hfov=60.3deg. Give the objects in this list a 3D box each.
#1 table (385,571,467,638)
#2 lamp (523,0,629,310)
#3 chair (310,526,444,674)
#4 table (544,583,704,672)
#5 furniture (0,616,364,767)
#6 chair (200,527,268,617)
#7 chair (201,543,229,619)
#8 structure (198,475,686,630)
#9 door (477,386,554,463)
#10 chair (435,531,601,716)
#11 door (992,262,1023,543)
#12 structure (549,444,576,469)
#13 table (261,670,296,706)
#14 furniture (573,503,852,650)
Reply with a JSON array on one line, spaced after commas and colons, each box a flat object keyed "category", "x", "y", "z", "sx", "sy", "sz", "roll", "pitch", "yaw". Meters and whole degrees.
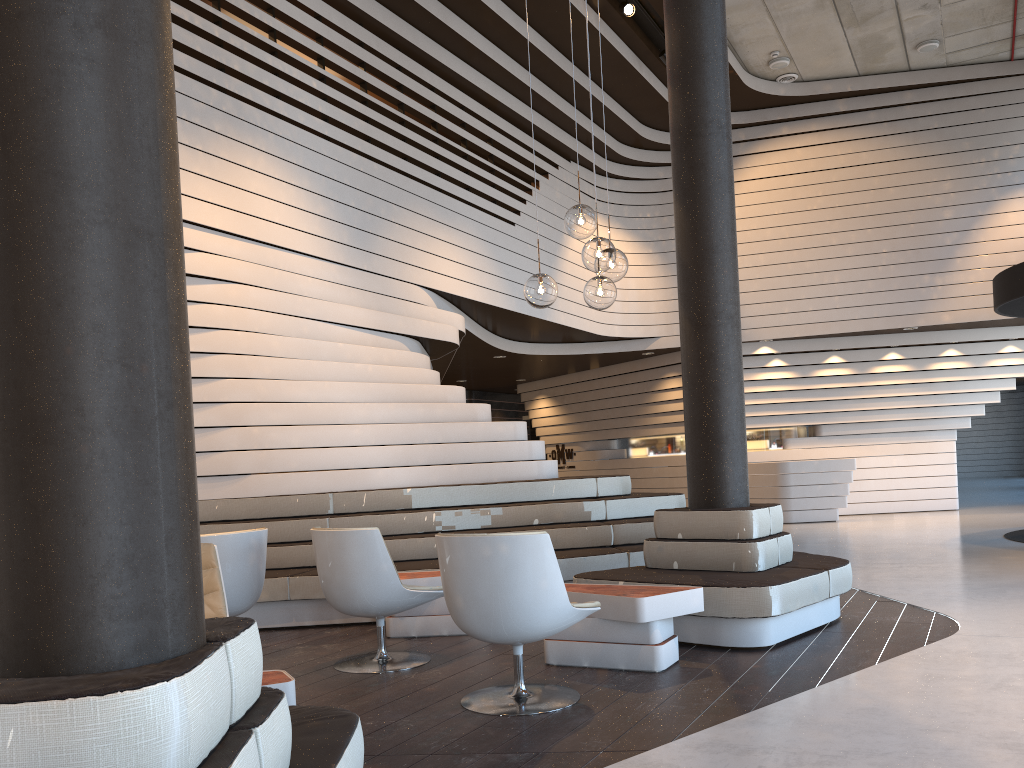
[{"category": "table", "x": -0.458, "y": 1.406, "z": 5.664, "sx": 0.906, "sy": 0.370, "sz": 0.414, "roll": -3, "pitch": -3, "yaw": 1}, {"category": "lamp", "x": 1.553, "y": -2.236, "z": 9.751, "sx": 9.105, "sy": 4.609, "sz": 41.725, "roll": -5, "pitch": -6, "yaw": 28}, {"category": "chair", "x": -0.723, "y": 1.144, "z": 4.838, "sx": 0.663, "sy": 0.766, "sz": 0.705, "roll": -5, "pitch": -3, "yaw": 44}, {"category": "table", "x": 0.497, "y": 1.251, "z": 4.557, "sx": 0.913, "sy": 0.370, "sz": 0.411, "roll": -6, "pitch": -4, "yaw": 31}, {"category": "furniture", "x": -1.034, "y": 0.889, "z": 1.756, "sx": 1.274, "sy": 0.721, "sz": 1.779, "roll": -3, "pitch": -5, "yaw": -1}, {"category": "chair", "x": -1.721, "y": 1.208, "z": 4.965, "sx": 0.716, "sy": 0.766, "sz": 0.653, "roll": -4, "pitch": -2, "yaw": 28}, {"category": "chair", "x": -1.476, "y": 1.069, "z": 3.651, "sx": 0.653, "sy": 0.766, "sz": 0.716, "roll": -2, "pitch": -2, "yaw": -22}, {"category": "structure", "x": -3.521, "y": 0.918, "z": 1.790, "sx": 5.814, "sy": 0.926, "sz": 18.143, "roll": -5, "pitch": -6, "yaw": 24}, {"category": "door", "x": 0.086, "y": 1.408, "z": 18.153, "sx": 1.787, "sy": 2.701, "sz": 0.079, "roll": -4, "pitch": 0, "yaw": 33}, {"category": "chair", "x": 0.022, "y": 1.017, "z": 3.922, "sx": 0.661, "sy": 0.766, "sz": 0.706, "roll": -4, "pitch": -2, "yaw": 29}, {"category": "door", "x": 6.677, "y": 0.154, "z": 8.776, "sx": 3.232, "sy": 2.851, "sz": 3.232, "roll": -5, "pitch": -3, "yaw": 35}, {"category": "structure", "x": 0.967, "y": 1.402, "z": 17.025, "sx": 0.017, "sy": 0.469, "sz": 0.809, "roll": -3, "pitch": -3, "yaw": -36}, {"category": "table", "x": -1.188, "y": 1.178, "z": 2.879, "sx": 0.900, "sy": 0.370, "sz": 0.417, "roll": -1, "pitch": -3, "yaw": -24}, {"category": "furniture", "x": 1.365, "y": 1.100, "z": 5.271, "sx": 1.760, "sy": 0.722, "sz": 1.287, "roll": -1, "pitch": -5, "yaw": -26}]
